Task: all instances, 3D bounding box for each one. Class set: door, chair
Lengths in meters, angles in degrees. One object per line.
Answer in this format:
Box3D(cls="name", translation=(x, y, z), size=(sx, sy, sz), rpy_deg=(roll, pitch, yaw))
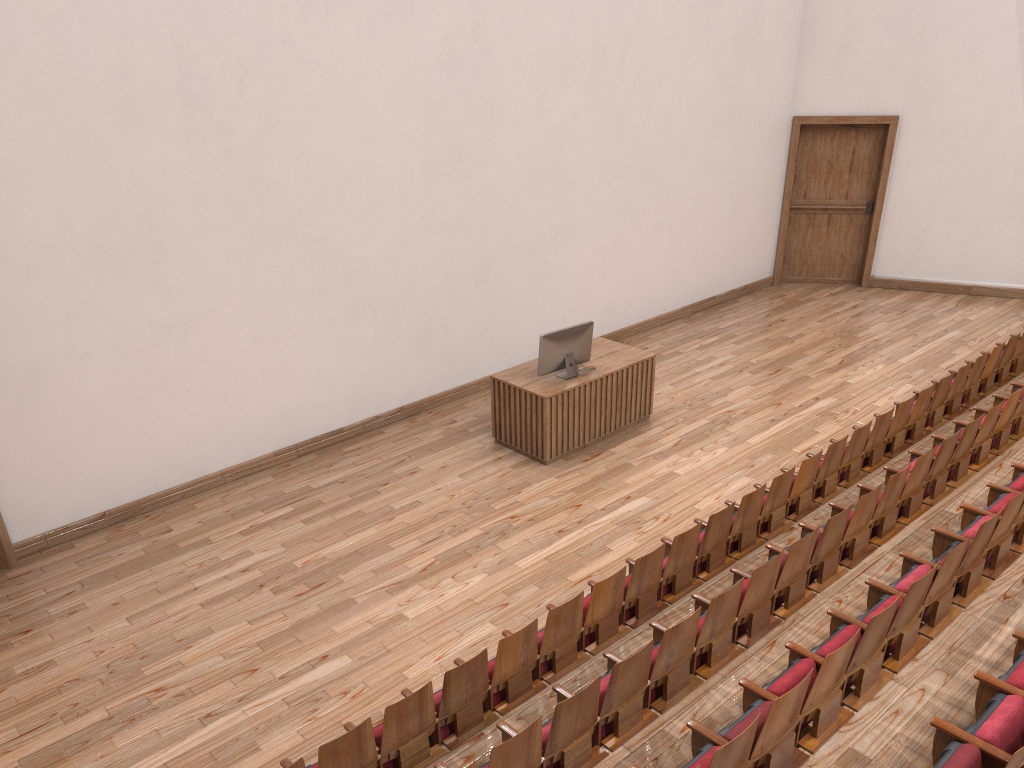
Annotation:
Box3D(cls="door", translation=(-0.409, 0.060, 0.592), size=(0.024, 0.252, 0.132), rpy_deg=(-3, 27, -3))
Box3D(cls="chair", translation=(0.518, 0.029, 0.431), size=(1.154, 0.394, 0.749), rpy_deg=(-21, 31, -37))
Box3D(cls="door", translation=(0.465, -0.262, 1.281), size=(0.140, 0.252, 0.023), rpy_deg=(3, 28, 8))

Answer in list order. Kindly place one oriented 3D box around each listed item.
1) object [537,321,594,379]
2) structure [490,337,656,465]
Box3D(cls="object", translation=(0.054, -0.037, 0.848), size=(0.087, 0.051, 0.040), rpy_deg=(-21, 32, -36))
Box3D(cls="structure", translation=(0.063, 0.014, 0.888), size=(0.152, 0.075, 0.076), rpy_deg=(-21, 32, -37))
